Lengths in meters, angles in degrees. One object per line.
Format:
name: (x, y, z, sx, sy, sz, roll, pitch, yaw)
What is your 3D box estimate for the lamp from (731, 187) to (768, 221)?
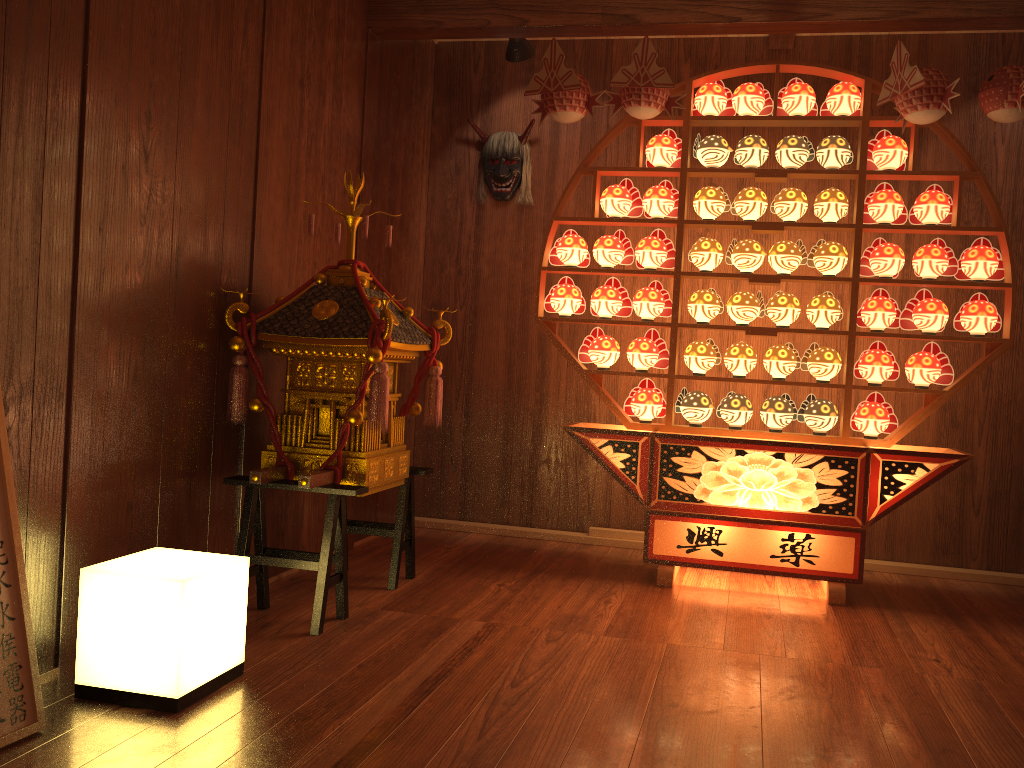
lamp: (1.018, -0.764, 3.755, 0.140, 0.161, 0.155, 3, 1, -6)

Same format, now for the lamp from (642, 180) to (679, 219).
lamp: (0.633, -0.805, 3.833, 0.184, 0.195, 0.161, 4, 1, 28)

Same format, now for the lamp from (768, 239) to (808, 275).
lamp: (1.148, -0.538, 3.742, 0.161, 0.167, 0.136, 3, 1, -22)

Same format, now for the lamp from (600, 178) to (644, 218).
lamp: (0.453, -0.819, 3.872, 0.193, 0.200, 0.162, 4, 2, 38)

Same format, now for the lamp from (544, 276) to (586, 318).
lamp: (0.241, -0.388, 3.915, 0.190, 0.195, 0.156, 3, 1, -2)

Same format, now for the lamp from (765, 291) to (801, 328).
lamp: (1.150, -0.317, 3.731, 0.140, 0.167, 0.156, 3, 1, -1)

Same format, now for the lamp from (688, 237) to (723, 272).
lamp: (0.839, -0.557, 3.790, 0.140, 0.167, 0.155, 3, 1, -6)

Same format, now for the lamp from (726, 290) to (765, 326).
lamp: (0.980, -0.325, 3.774, 0.159, 0.161, 0.137, 3, 1, -12)

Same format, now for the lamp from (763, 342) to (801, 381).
lamp: (1.130, -0.098, 3.740, 0.134, 0.167, 0.162, 4, 2, 43)

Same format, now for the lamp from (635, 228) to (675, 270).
lamp: (0.603, -0.589, 3.840, 0.194, 0.200, 0.161, 4, 1, 28)

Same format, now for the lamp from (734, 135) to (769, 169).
lamp: (1.020, -0.985, 3.752, 0.139, 0.161, 0.157, 3, 1, 4)

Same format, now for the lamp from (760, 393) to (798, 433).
lamp: (1.117, 0.121, 3.744, 0.134, 0.167, 0.162, 4, 2, 43)

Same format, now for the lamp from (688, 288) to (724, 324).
lamp: (0.821, -0.338, 3.798, 0.135, 0.167, 0.162, 4, 1, 34)

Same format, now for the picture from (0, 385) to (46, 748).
picture: (-1.176, 0.369, 1.782, 0.210, 0.787, 0.409, 4, 1, 19)

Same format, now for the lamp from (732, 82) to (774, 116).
lamp: (0.999, -1.215, 3.759, 0.164, 0.179, 0.162, 4, 2, 44)

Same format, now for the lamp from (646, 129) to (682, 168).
lamp: (0.646, -1.027, 3.828, 0.194, 0.200, 0.161, 4, 1, 28)

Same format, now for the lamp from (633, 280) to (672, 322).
lamp: (0.592, -0.365, 3.844, 0.177, 0.192, 0.161, 4, 1, 28)

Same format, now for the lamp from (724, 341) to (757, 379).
lamp: (0.973, -0.105, 3.768, 0.137, 0.161, 0.159, 4, 1, 14)

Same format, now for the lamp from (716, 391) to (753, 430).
lamp: (0.961, 0.114, 3.773, 0.140, 0.161, 0.155, 3, 1, -6)

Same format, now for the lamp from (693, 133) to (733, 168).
lamp: (0.873, -0.997, 3.795, 0.152, 0.167, 0.143, 4, 1, 28)

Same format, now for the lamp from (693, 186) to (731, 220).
lamp: (0.843, -0.778, 3.793, 0.134, 0.167, 0.162, 4, 2, 43)

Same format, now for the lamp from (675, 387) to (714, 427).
lamp: (0.803, 0.101, 3.810, 0.151, 0.167, 0.144, 4, 2, 43)

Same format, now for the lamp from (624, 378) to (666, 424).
lamp: (0.588, 0.072, 3.851, 0.194, 0.197, 0.157, 3, 1, 3)

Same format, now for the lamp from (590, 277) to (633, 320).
lamp: (0.413, -0.380, 3.880, 0.195, 0.200, 0.161, 4, 1, 23)

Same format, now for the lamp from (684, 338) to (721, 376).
lamp: (0.805, -0.118, 3.806, 0.134, 0.167, 0.162, 4, 2, 43)

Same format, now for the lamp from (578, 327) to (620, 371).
lamp: (0.411, -0.156, 3.888, 0.191, 0.194, 0.152, 3, 1, -27)

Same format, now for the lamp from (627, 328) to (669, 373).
lamp: (0.566, -0.150, 3.850, 0.193, 0.200, 0.162, 4, 2, 38)

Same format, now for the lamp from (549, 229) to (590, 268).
lamp: (0.268, -0.603, 3.909, 0.191, 0.187, 0.155, 3, 1, -7)

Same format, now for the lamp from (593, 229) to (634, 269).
lamp: (0.419, -0.596, 3.880, 0.175, 0.191, 0.162, 4, 2, 43)

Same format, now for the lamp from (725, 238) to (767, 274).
lamp: (1.012, -0.544, 3.763, 0.151, 0.161, 0.144, 4, 2, 43)

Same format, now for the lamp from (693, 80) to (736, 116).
lamp: (0.851, -1.235, 3.785, 0.195, 0.200, 0.161, 4, 1, 23)
